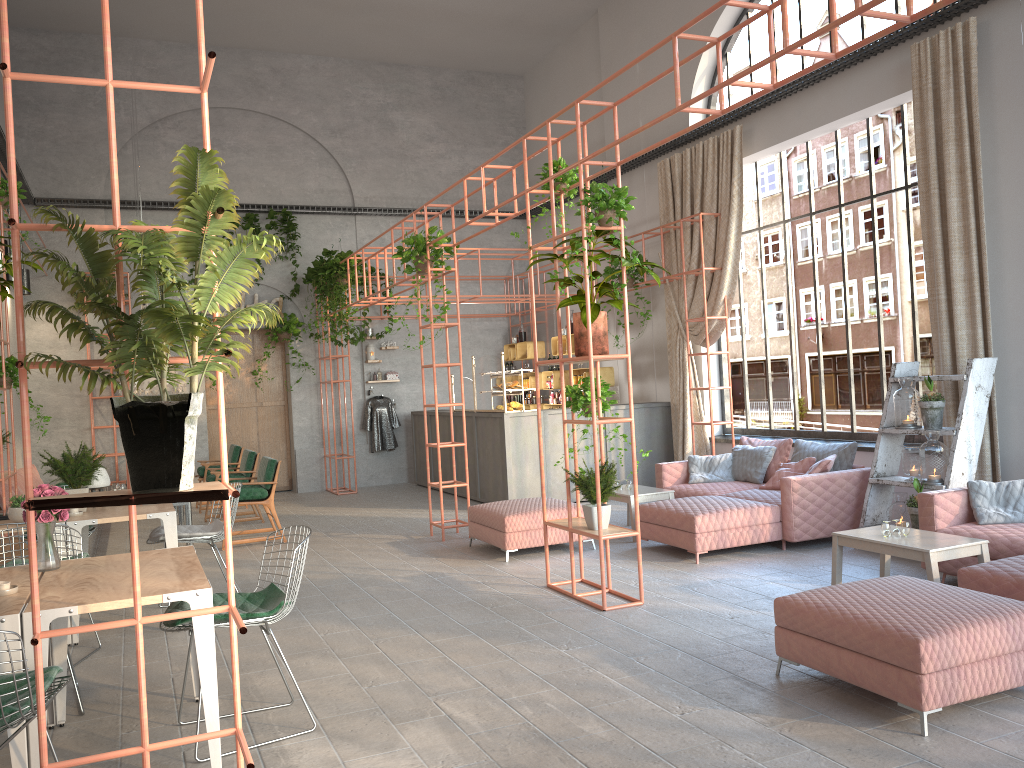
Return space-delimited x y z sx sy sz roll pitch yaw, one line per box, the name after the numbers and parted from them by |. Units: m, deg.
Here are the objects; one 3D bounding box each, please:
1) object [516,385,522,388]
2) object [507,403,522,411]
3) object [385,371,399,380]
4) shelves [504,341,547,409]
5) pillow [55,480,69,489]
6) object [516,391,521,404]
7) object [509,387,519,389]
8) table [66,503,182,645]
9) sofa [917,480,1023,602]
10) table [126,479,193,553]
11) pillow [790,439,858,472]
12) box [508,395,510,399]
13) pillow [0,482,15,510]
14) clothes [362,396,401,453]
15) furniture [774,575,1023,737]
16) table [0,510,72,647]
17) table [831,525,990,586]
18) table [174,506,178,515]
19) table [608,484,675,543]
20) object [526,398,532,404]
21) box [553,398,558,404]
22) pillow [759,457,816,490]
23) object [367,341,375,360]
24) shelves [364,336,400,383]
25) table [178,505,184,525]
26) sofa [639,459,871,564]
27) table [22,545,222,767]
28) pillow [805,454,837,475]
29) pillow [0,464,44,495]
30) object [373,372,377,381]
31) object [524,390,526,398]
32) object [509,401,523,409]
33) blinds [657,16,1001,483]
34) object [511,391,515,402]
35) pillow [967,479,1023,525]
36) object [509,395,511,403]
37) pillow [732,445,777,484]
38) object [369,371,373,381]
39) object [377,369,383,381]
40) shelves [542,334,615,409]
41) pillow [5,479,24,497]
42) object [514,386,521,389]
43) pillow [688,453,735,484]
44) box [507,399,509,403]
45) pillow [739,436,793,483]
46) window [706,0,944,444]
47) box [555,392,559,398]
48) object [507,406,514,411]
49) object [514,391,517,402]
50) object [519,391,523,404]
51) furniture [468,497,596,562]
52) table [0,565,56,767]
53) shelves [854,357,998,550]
0.084 0.026 11.782 0.152 0.058 0.095 -3 0 -33 | object
0.017 0.308 11.895 0.232 0.110 0.090 -3 0 -3 | object
-2.062 -0.139 15.222 0.219 0.149 0.129 -3 0 -23 | object
0.233 0.215 15.222 0.328 1.838 1.750 -3 0 -23 | shelves
-6.105 1.396 12.394 0.491 0.149 0.637 -3 0 -22 | pillow
0.106 0.203 15.254 0.066 0.291 0.066 -3 0 -39 | object
0.014 0.049 11.795 0.151 0.052 0.097 -3 0 -21 | object
-2.877 1.332 6.611 0.694 0.830 1.214 -3 0 -23 | table
3.454 1.081 5.494 1.960 0.672 2.219 -3 0 -23 | sofa
-3.794 1.419 9.549 0.635 0.798 0.602 -3 0 -23 | table
3.003 0.795 8.674 0.273 0.476 0.836 -3 0 -23 | pillow
-0.034 0.217 15.646 0.058 0.093 0.122 -3 0 -12 | box
-5.080 1.152 8.910 0.276 0.474 0.839 -3 0 -33 | pillow
-2.211 0.698 15.122 0.625 0.997 0.366 -3 0 -43 | clothes
1.983 1.270 4.409 0.941 0.446 0.976 -3 0 -23 | furniture
-3.514 1.367 6.332 0.694 0.830 1.205 -3 0 -23 | table
2.632 1.238 5.890 0.520 0.455 0.916 -3 0 -23 | table
-5.178 1.497 12.773 0.635 0.798 0.602 -3 0 -23 | table
1.239 1.313 9.138 0.520 0.455 0.916 -3 0 -23 | table
0.289 0.286 14.840 0.115 0.107 0.115 -3 0 33 | object
0.693 0.269 13.863 0.058 0.093 0.122 -3 0 -23 | box
2.714 0.876 8.677 0.441 0.317 0.479 -3 0 -42 | pillow
-2.400 -0.570 15.084 0.136 0.336 0.145 -3 0 -9 | object
-2.215 -0.419 15.146 0.560 0.790 0.186 -3 0 -23 | shelves
-4.486 1.458 11.161 0.635 0.798 0.602 -3 0 -23 | table
2.060 1.160 8.741 1.960 0.672 2.219 -3 0 -23 | sofa
-1.762 1.282 4.061 0.694 0.830 1.214 -3 0 -23 | table
2.841 0.850 8.241 0.308 0.349 0.495 -3 0 26 | pillow
-5.545 1.178 10.104 0.276 0.474 0.839 -3 0 -3 | pillow
-2.335 -0.131 15.096 0.063 0.151 0.063 -3 0 -37 | object
0.230 0.218 15.508 0.072 0.248 0.094 -3 0 -23 | object
0.058 0.283 11.818 0.240 0.104 0.073 -3 0 -42 | object
3.024 -0.887 9.762 0.414 4.389 4.957 -3 0 -22 | blinds
0.034 0.229 15.422 0.072 0.248 0.094 -3 0 -23 | object
3.542 0.843 6.315 0.500 0.324 0.307 -3 0 12 | pillow
-0.013 0.247 15.519 0.073 0.219 0.105 -3 0 -17 | object
2.515 0.852 9.464 0.289 0.385 0.666 -3 0 -23 | pillow
-2.403 -0.133 15.089 0.055 0.164 0.092 -3 0 -5 | object
-2.261 -0.161 15.138 0.081 0.204 0.081 -3 0 -23 | object
0.989 0.173 13.458 0.328 1.838 1.750 -3 0 -23 | shelves
-5.311 1.211 9.509 0.289 0.385 0.666 -3 0 -28 | pillow
0.058 0.039 11.801 0.132 0.051 0.099 -3 0 -26 | object
2.149 0.922 9.563 0.500 0.324 0.307 -3 0 12 | pillow
-0.064 0.312 15.627 0.058 0.093 0.122 -3 0 -23 | box
2.656 0.812 9.511 0.276 0.474 0.839 -3 0 -23 | pillow
3.485 -2.151 9.865 0.089 5.538 4.127 -3 0 -23 | window
0.723 0.175 13.882 0.058 0.093 0.122 -3 0 -12 | box
-0.097 0.322 11.760 0.237 0.095 0.089 -3 0 11 | object
-0.034 0.375 15.620 0.084 0.529 0.711 -3 0 -21 | object
0.147 0.203 15.367 0.074 0.287 0.072 -3 0 9 | object
0.170 1.372 8.635 0.941 0.446 0.976 -3 0 -23 | furniture
-2.400 1.317 3.782 0.694 0.830 1.205 -3 0 -23 | table
3.505 0.613 7.545 0.856 1.618 0.842 -3 0 -23 | shelves
